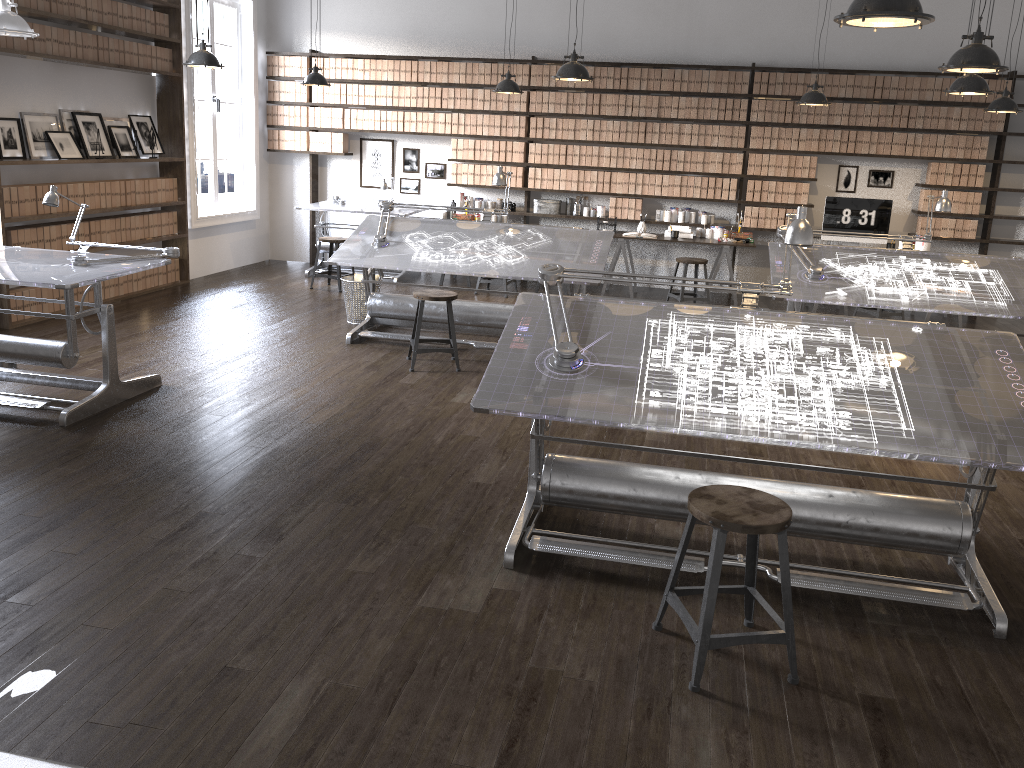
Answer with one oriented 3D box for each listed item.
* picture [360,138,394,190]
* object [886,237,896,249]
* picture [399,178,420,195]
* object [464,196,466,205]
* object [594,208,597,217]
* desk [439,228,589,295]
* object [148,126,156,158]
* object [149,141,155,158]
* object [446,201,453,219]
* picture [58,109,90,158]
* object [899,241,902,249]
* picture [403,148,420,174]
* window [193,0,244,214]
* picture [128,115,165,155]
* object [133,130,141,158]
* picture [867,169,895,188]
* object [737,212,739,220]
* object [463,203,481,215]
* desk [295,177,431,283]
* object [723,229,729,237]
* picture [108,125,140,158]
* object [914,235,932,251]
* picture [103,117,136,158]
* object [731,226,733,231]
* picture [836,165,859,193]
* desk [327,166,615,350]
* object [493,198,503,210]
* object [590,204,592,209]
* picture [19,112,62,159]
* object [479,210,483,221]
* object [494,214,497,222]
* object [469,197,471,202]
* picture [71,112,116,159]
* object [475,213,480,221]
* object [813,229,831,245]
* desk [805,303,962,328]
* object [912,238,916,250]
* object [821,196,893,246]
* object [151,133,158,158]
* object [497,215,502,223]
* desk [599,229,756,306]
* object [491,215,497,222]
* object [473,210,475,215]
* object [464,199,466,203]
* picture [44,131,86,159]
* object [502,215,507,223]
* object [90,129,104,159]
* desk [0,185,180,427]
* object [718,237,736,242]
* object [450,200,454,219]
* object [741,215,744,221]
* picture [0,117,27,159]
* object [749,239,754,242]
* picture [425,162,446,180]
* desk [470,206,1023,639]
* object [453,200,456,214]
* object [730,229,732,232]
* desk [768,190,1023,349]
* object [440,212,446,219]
[{"bbox_3d":[-1.588,-2.588,10.407,0.415,0.568,0.040,6,13,11],"label":"picture"},{"bbox_3d":[3.902,-1.442,9.110,0.096,0.141,0.093,1,14,-9],"label":"object"},{"bbox_3d":[-1.199,-2.322,10.390,0.251,0.181,0.023,6,13,11],"label":"picture"},{"bbox_3d":[-0.549,-2.089,10.155,0.050,0.138,0.051,5,13,9],"label":"object"},{"bbox_3d":[0.934,-1.914,9.870,0.045,0.100,0.045,6,14,13],"label":"object"},{"bbox_3d":[-0.040,-1.403,9.759,1.670,0.662,0.663,6,14,11],"label":"desk"},{"bbox_3d":[-3.399,-2.283,8.365,0.040,0.301,0.119,5,13,11],"label":"object"},{"bbox_3d":[-3.380,-2.198,8.316,0.040,0.164,0.067,5,13,11],"label":"object"},{"bbox_3d":[-0.695,-1.919,9.838,0.069,0.227,0.069,5,13,8],"label":"object"},{"bbox_3d":[-3.723,-2.146,7.616,0.091,0.401,0.373,5,14,11],"label":"picture"},{"bbox_3d":[3.957,-1.396,8.943,0.095,0.143,0.095,13,17,36],"label":"object"},{"bbox_3d":[-1.175,-2.604,10.326,0.201,0.281,0.022,5,13,10],"label":"picture"},{"bbox_3d":[-3.193,-2.967,9.446,0.153,2.284,1.258,5,14,11],"label":"window"},{"bbox_3d":[-3.503,-2.388,8.493,0.161,0.360,0.347,5,14,11],"label":"picture"},{"bbox_3d":[-3.443,-2.197,8.127,0.040,0.257,0.125,5,13,11],"label":"object"},{"bbox_3d":[3.882,-2.160,9.326,0.251,0.181,0.023,6,13,11],"label":"picture"},{"bbox_3d":[2.381,-1.700,9.301,0.055,0.211,0.007,7,13,18],"label":"object"},{"bbox_3d":[-0.425,-1.988,9.984,0.077,0.144,0.347,11,17,32],"label":"object"},{"bbox_3d":[-1.634,-1.770,9.993,1.270,1.085,1.083,6,14,11],"label":"desk"},{"bbox_3d":[2.251,-1.568,9.316,0.050,0.110,0.049,6,14,14],"label":"object"},{"bbox_3d":[-3.570,-2.225,8.149,0.127,0.287,0.293,5,14,11],"label":"picture"},{"bbox_3d":[4.118,-1.390,8.879,0.144,0.194,0.147,-1,14,-16],"label":"object"},{"bbox_3d":[-3.611,-2.259,8.137,0.095,0.357,0.438,5,15,11],"label":"picture"},{"bbox_3d":[2.314,-1.599,9.360,0.033,0.146,0.005,5,13,10],"label":"object"},{"bbox_3d":[3.554,-2.174,9.395,0.201,0.281,0.022,5,13,10],"label":"picture"},{"bbox_3d":[-0.376,-1.028,6.982,2.282,1.371,1.088,6,14,11],"label":"desk"},{"bbox_3d":[-0.141,-2.022,10.066,0.107,0.160,0.238,-3,16,-23],"label":"object"},{"bbox_3d":[0.885,-1.928,9.824,0.041,0.123,0.008,3,13,0],"label":"object"},{"bbox_3d":[-3.808,-2.017,7.208,0.083,0.361,0.420,5,14,11],"label":"picture"},{"bbox_3d":[-0.312,-1.855,9.850,0.105,0.140,0.105,4,14,3],"label":"object"},{"bbox_3d":[-0.189,-1.845,9.906,0.045,0.100,0.045,5,13,11],"label":"object"},{"bbox_3d":[-0.488,-1.990,9.866,0.055,0.191,0.006,5,13,10],"label":"object"},{"bbox_3d":[-3.647,-2.166,7.728,0.149,0.387,0.377,5,14,11],"label":"picture"},{"bbox_3d":[-0.385,-1.838,9.828,0.049,0.110,0.049,5,13,7],"label":"object"},{"bbox_3d":[3.172,-1.526,9.237,0.284,0.159,0.206,4,14,3],"label":"object"},{"bbox_3d":[3.778,-1.012,9.017,1.670,0.662,0.663,6,14,11],"label":"desk"},{"bbox_3d":[4.050,-1.397,8.963,0.068,0.153,0.069,0,13,-12],"label":"object"},{"bbox_3d":[3.518,-1.645,9.072,0.644,0.512,0.206,6,13,11],"label":"object"},{"bbox_3d":[-3.413,-2.283,8.442,0.040,0.259,0.112,5,13,11],"label":"object"},{"bbox_3d":[-0.140,-1.835,9.878,0.063,0.092,0.064,-5,16,-29],"label":"object"},{"bbox_3d":[1.685,-1.226,9.424,1.670,0.662,0.663,6,14,11],"label":"desk"},{"bbox_3d":[-0.202,-1.829,9.846,0.062,0.093,0.062,-8,17,-37],"label":"object"},{"bbox_3d":[-0.414,-1.878,9.884,0.040,0.129,0.005,6,13,13],"label":"object"},{"bbox_3d":[-0.508,-1.985,9.868,0.071,0.184,0.008,6,13,12],"label":"object"},{"bbox_3d":[-3.707,-1.980,7.351,0.144,0.226,0.303,5,15,11],"label":"picture"},{"bbox_3d":[-0.084,-1.842,9.915,0.062,0.093,0.062,-5,15,-29],"label":"object"},{"bbox_3d":[-3.549,-2.051,7.571,0.040,0.257,0.176,5,14,11],"label":"object"},{"bbox_3d":[-2.726,-0.536,5.144,1.270,1.176,1.184,6,14,11],"label":"desk"},{"bbox_3d":[2.236,-1.498,9.177,0.197,0.050,0.134,-2,16,-17],"label":"object"},{"bbox_3d":[-0.680,-1.941,9.905,0.069,0.235,0.069,5,13,8],"label":"object"},{"bbox_3d":[2.398,-1.686,9.298,0.008,0.184,0.072,-6,16,-35],"label":"object"},{"bbox_3d":[-3.900,-1.906,6.878,0.058,0.311,0.269,5,14,11],"label":"picture"},{"bbox_3d":[2.490,-1.493,9.212,0.049,0.037,0.049,7,15,14],"label":"object"},{"bbox_3d":[-0.888,-2.476,10.290,0.251,0.181,0.023,6,13,11],"label":"picture"},{"bbox_3d":[0.967,-0.016,3.544,2.070,1.371,1.088,6,14,11],"label":"desk"},{"bbox_3d":[-0.663,-1.959,9.987,0.069,0.227,0.069,5,13,8],"label":"object"},{"bbox_3d":[2.304,-1.599,9.356,0.040,0.129,0.005,5,13,9],"label":"object"},{"bbox_3d":[2.902,-0.692,6.346,2.070,1.371,1.088,6,14,11],"label":"desk"},{"bbox_3d":[-0.769,-1.863,9.852,0.068,0.103,0.069,7,14,15],"label":"object"}]
